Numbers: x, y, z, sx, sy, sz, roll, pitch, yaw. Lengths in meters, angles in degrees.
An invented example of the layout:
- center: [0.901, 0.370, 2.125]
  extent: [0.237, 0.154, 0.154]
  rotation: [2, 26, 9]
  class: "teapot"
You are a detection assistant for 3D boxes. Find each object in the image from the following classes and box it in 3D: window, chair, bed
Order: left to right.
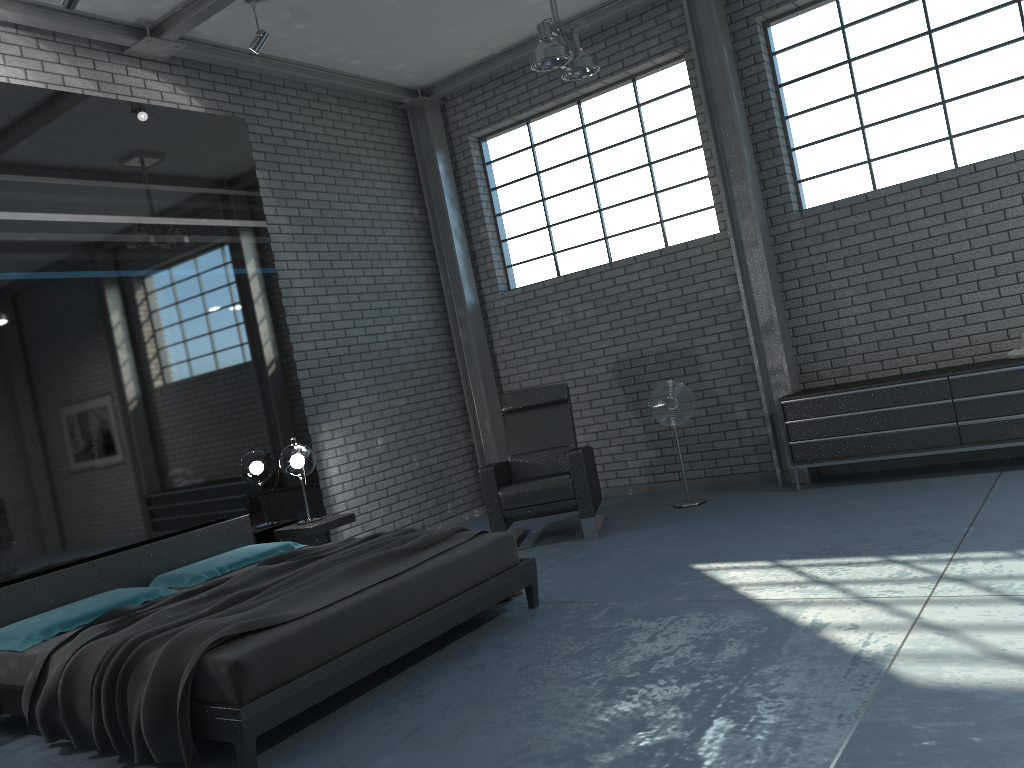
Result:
- center: [-1.289, 1.131, 4.618]
  extent: [2.261, 0.674, 2.290]
  rotation: [-11, 1, 35]
  class: "bed"
- center: [0.215, 0.582, 6.652]
  extent: [0.763, 1.099, 0.940]
  rotation: [-11, 0, 10]
  class: "chair"
- center: [0.732, -1.777, 7.825]
  extent: [2.200, 1.500, 0.100]
  rotation: [-11, 1, 35]
  class: "window"
- center: [2.972, -2.216, 6.204]
  extent: [2.200, 1.500, 0.100]
  rotation: [-11, 1, 35]
  class: "window"

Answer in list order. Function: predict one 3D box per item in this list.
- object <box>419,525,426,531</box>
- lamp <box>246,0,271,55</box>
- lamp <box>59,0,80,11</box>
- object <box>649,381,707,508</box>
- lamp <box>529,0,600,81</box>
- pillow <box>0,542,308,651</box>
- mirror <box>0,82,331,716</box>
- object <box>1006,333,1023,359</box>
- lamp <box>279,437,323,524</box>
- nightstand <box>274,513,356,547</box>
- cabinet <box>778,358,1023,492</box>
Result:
- center: [-0.635, 1.182, 6.433]
  extent: [0.236, 0.271, 0.352]
  rotation: [-11, 0, -1]
  class: "object"
- center: [-1.703, -2.371, 5.880]
  extent: [0.161, 0.343, 0.137]
  rotation: [-11, 0, 5]
  class: "lamp"
- center: [-2.434, -2.220, 4.829]
  extent: [0.167, 0.332, 0.137]
  rotation: [-11, 1, 25]
  class: "lamp"
- center: [1.256, 0.445, 6.728]
  extent: [0.342, 0.954, 0.258]
  rotation: [-11, 0, 1]
  class: "object"
- center: [0.271, -2.499, 5.830]
  extent: [0.300, 0.872, 0.639]
  rotation: [-11, 1, 35]
  class: "lamp"
- center: [-2.003, 1.156, 5.020]
  extent: [0.567, 0.115, 1.810]
  rotation: [-11, 1, 35]
  class: "pillow"
- center: [-2.629, -0.057, 5.264]
  extent: [0.050, 3.500, 3.400]
  rotation: [-11, 1, 35]
  class: "mirror"
- center: [3.365, -0.304, 5.614]
  extent: [0.151, 0.244, 0.496]
  rotation: [-12, 1, -30]
  class: "object"
- center: [-1.477, 0.666, 6.224]
  extent: [0.250, 0.596, 0.259]
  rotation: [-11, 1, 44]
  class: "lamp"
- center: [-1.324, 1.202, 6.164]
  extent: [0.400, 0.501, 0.400]
  rotation: [-11, 1, 35]
  class: "nightstand"
- center: [3.022, 0.234, 5.936]
  extent: [2.250, 0.682, 0.510]
  rotation: [-11, 1, 35]
  class: "cabinet"
